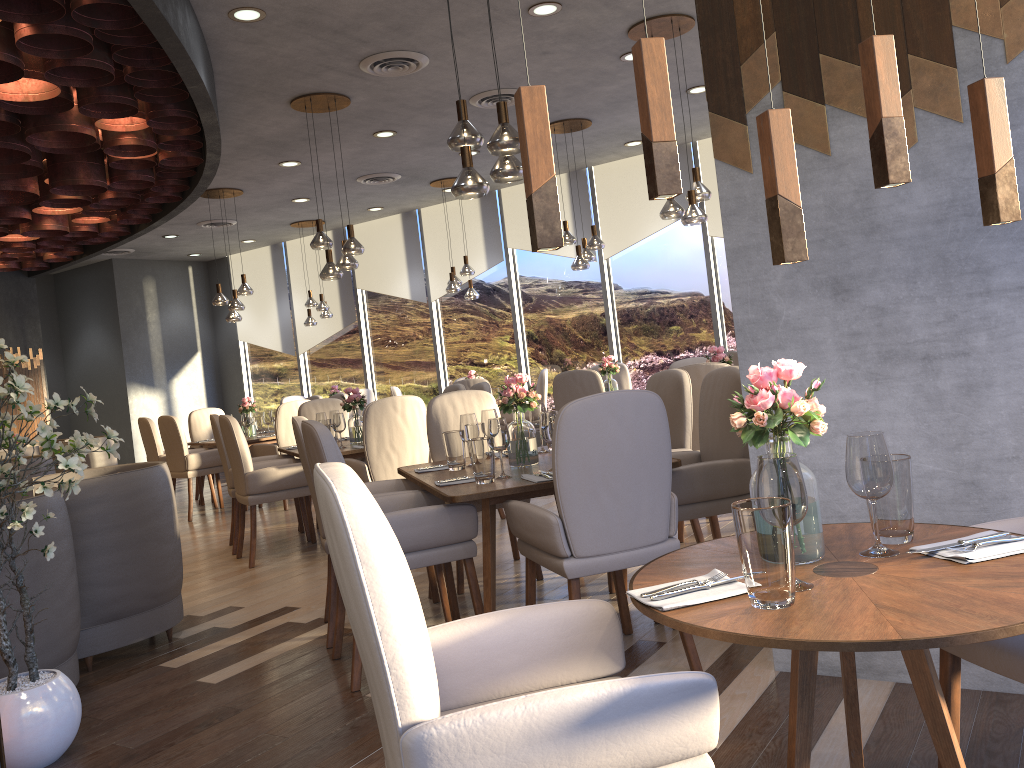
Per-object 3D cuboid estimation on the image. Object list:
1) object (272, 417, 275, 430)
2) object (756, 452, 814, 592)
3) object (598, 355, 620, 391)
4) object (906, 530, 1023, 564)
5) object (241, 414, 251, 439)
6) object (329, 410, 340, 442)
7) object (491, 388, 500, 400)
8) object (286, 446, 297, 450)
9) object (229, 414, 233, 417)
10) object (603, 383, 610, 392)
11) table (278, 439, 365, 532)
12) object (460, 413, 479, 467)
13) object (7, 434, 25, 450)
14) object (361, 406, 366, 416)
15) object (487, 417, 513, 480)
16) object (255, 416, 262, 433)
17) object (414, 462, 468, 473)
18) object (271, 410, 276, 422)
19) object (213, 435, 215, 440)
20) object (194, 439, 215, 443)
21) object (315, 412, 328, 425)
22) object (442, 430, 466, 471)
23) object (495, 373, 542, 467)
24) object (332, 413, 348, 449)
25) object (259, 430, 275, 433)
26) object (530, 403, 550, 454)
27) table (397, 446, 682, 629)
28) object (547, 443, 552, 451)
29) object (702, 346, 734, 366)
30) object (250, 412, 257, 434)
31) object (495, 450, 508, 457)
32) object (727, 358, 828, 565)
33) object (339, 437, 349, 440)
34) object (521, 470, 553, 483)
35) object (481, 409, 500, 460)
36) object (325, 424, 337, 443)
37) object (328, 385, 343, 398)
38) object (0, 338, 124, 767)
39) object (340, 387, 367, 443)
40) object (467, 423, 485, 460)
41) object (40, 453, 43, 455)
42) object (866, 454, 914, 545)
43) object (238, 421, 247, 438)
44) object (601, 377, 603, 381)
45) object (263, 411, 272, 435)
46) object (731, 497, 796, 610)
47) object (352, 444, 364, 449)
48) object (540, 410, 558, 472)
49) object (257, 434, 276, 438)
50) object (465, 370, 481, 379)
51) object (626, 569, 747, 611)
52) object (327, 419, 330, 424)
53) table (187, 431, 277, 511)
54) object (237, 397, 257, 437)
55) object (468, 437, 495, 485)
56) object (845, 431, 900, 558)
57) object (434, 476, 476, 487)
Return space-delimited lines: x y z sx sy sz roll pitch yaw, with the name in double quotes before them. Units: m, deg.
"object" -2.336 0.416 8.868 0.102 0.178 0.102 -7 0 -37
"object" 0.503 0.253 1.635 0.092 0.244 0.092 -7 0 24
"object" 0.884 -0.050 7.992 0.210 0.416 0.198 -7 0 6
"object" 0.898 0.317 1.739 0.255 0.019 0.157 -7 2 -14
"object" -2.617 0.419 8.748 0.092 0.244 0.092 -7 0 -37
"object" -1.361 0.325 6.848 0.092 0.244 0.092 -7 0 -41
"object" -0.186 0.137 10.040 0.102 0.178 0.102 -7 0 28
"object" -1.574 0.467 6.692 0.255 0.019 0.157 -7 2 -23
"object" -2.986 0.445 9.379 0.092 0.244 0.092 -7 0 -36
"object" 0.813 0.082 7.788 0.102 0.178 0.102 -7 0 -36
"table" -1.109 0.762 6.534 0.966 0.666 1.305 -7 1 -23
"object" -0.194 0.262 4.145 0.092 0.244 0.092 -7 0 29
"object" -5.100 0.716 9.137 0.198 0.416 0.209 -7 0 -34
"object" -1.131 0.296 6.919 0.092 0.244 0.092 -7 0 -44
"object" -0.048 0.261 3.591 0.092 0.244 0.092 -7 0 29
"object" -2.760 0.445 9.621 0.102 0.178 0.102 -7 0 -35
"object" -0.335 0.391 4.204 0.255 0.019 0.157 -7 2 -13
"object" -2.416 0.387 9.080 0.092 0.244 0.092 -7 0 -21
"object" -3.014 0.490 9.073 0.102 0.178 0.102 -7 0 -23
"object" -3.144 0.583 9.163 0.255 0.019 0.157 -8 2 -40
"object" -1.425 0.337 6.659 0.092 0.244 0.092 -7 0 25
"object" -0.260 0.305 4.061 0.102 0.178 0.102 -7 0 23
"object" 0.035 0.158 3.956 0.210 0.416 0.198 -7 0 11
"object" -1.191 0.324 6.136 0.092 0.244 0.092 -7 0 19
"object" -2.610 0.510 9.534 0.255 0.019 0.157 -8 2 -41
"object" 0.139 0.218 4.353 0.092 0.244 0.092 -7 0 33
"table" 0.088 0.692 3.979 0.965 0.666 1.306 -7 1 -16
"object" 0.210 0.240 4.438 0.102 0.178 0.102 -7 0 -8
"object" 1.372 -0.048 5.837 0.210 0.416 0.197 -7 0 -9
"object" -2.786 0.418 9.515 0.092 0.244 0.092 -7 0 24
"object" -0.025 0.347 4.475 0.157 0.019 0.255 -7 2 -12
"object" 0.558 0.155 1.827 0.210 0.416 0.198 -7 0 11
"object" -1.312 0.428 7.010 0.157 0.019 0.255 -7 2 -21
"object" 0.129 0.356 3.480 0.157 0.019 0.255 -7 2 -17
"object" -0.100 0.247 4.322 0.092 0.244 0.092 -7 0 36
"object" -1.242 0.366 6.042 0.102 0.178 0.102 -7 0 34
"object" -2.285 0.222 11.539 0.198 0.416 0.209 -7 0 -34
"object" -1.664 0.447 2.877 0.787 1.616 0.748 -7 0 39
"object" -1.156 0.227 6.541 0.210 0.416 0.197 -7 0 -9
"object" -0.178 0.287 4.393 0.102 0.178 0.102 -7 0 14
"object" -4.892 0.807 9.305 0.102 0.178 0.102 -7 0 -12
"object" 0.801 0.245 1.881 0.102 0.178 0.102 -7 0 -8
"object" -2.638 0.458 8.642 0.102 0.178 0.102 -7 0 7
"object" 0.773 0.051 7.891 0.092 0.244 0.092 -7 0 -2
"object" -2.447 0.396 8.887 0.092 0.244 0.092 -7 0 -41
"object" 0.444 0.295 1.545 0.102 0.178 0.102 -7 0 18
"object" -0.998 0.417 6.054 0.157 0.019 0.254 -7 2 -26
"object" 0.165 0.234 3.639 0.092 0.244 0.092 -7 0 -37
"object" -2.408 0.509 8.722 0.158 0.019 0.254 -8 2 -43
"object" -0.429 0.051 9.892 0.197 0.416 0.210 -7 0 31
"object" 0.357 0.382 1.680 0.255 0.019 0.157 -7 2 -18
"object" -1.450 0.367 6.906 0.102 0.178 0.102 -7 0 -15
"table" -2.655 0.871 9.138 0.966 0.666 1.305 -7 1 -40
"object" -2.713 0.338 9.126 0.210 0.416 0.197 -7 0 -44
"object" -0.114 0.304 3.507 0.102 0.178 0.102 -7 0 13
"object" 0.729 0.222 1.795 0.092 0.244 0.092 -7 0 -34
"object" -0.189 0.389 3.650 0.255 0.019 0.157 -7 2 -13
